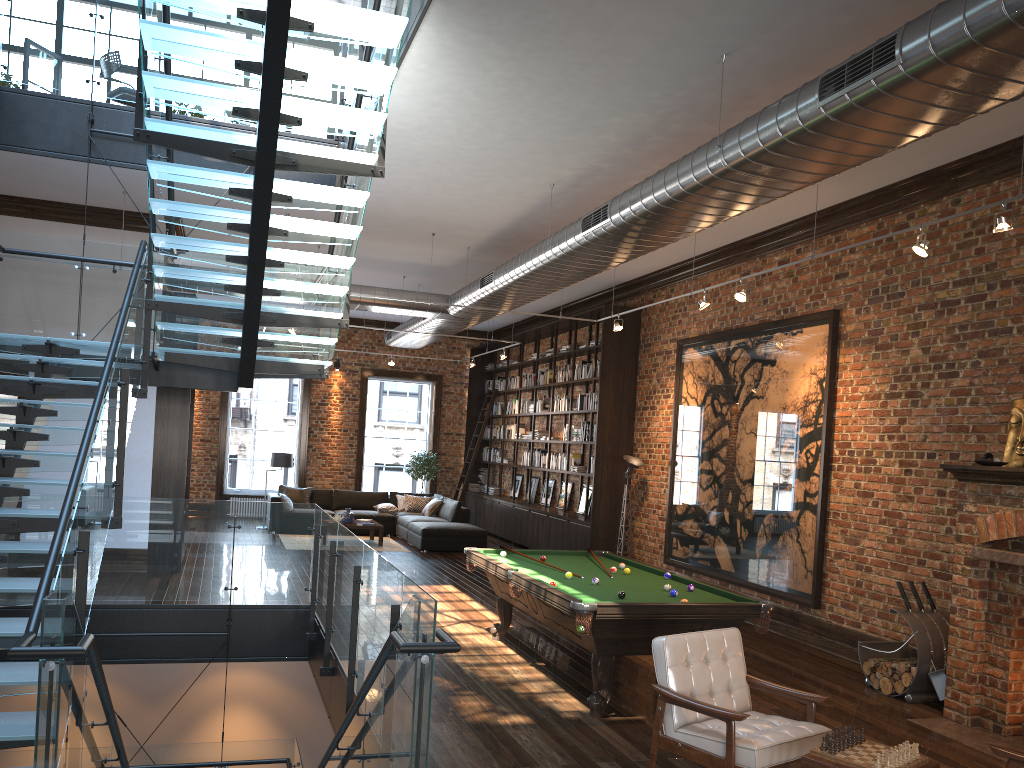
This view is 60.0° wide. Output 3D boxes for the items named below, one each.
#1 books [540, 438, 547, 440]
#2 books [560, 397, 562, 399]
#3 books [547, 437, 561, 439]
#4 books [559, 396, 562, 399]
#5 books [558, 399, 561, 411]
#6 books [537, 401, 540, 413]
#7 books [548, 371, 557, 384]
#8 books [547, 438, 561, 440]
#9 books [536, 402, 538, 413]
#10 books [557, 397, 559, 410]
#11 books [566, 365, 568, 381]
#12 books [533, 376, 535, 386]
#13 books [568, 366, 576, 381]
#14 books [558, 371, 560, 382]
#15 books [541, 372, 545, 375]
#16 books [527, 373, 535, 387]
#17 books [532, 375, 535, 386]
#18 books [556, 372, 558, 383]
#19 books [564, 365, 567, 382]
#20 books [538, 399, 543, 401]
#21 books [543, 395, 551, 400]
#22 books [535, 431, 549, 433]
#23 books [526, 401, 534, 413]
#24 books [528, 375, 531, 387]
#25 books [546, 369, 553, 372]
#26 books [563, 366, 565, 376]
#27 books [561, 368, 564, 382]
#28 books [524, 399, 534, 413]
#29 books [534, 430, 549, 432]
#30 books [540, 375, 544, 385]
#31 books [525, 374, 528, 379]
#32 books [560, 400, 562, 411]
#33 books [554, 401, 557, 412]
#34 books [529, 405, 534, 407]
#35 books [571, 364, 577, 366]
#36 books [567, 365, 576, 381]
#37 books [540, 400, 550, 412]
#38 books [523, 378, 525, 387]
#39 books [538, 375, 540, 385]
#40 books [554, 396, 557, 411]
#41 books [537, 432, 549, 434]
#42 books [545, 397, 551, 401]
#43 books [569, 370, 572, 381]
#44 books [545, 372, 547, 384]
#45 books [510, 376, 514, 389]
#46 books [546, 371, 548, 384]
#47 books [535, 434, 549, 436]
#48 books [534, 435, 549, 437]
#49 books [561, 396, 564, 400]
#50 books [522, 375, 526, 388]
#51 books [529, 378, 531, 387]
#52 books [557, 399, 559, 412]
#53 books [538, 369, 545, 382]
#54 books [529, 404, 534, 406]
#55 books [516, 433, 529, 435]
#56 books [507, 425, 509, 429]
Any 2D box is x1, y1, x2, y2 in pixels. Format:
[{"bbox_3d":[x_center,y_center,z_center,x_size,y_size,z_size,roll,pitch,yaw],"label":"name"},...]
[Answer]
[{"bbox_3d":[0.649,1.020,16.266,0.205,0.035,0.267,5,-4,-17],"label":"books"},{"bbox_3d":[0.913,0.369,15.684,0.133,0.277,0.014,3,1,-18],"label":"books"},{"bbox_3d":[0.752,0.968,15.917,0.160,0.009,0.285,5,-4,-18],"label":"books"},{"bbox_3d":[0.902,0.359,15.700,0.138,0.296,0.024,3,1,-18],"label":"books"},{"bbox_3d":[0.897,0.383,15.655,0.160,0.242,0.031,4,1,-18],"label":"books"},{"bbox_3d":[0.573,0.443,16.638,0.191,0.223,0.027,4,1,-18],"label":"books"},{"bbox_3d":[0.746,-0.102,16.189,0.191,0.255,0.061,4,0,-18],"label":"books"},{"bbox_3d":[0.751,0.986,15.917,0.160,0.009,0.285,5,-4,-18],"label":"books"},{"bbox_3d":[0.554,0.450,16.726,0.183,0.219,0.033,4,1,-18],"label":"books"},{"bbox_3d":[0.877,0.373,15.723,0.166,0.269,0.011,4,1,-18],"label":"books"},{"bbox_3d":[1.031,-0.172,15.331,0.183,0.307,0.009,4,1,-18],"label":"books"},{"bbox_3d":[0.483,-0.039,17.094,0.138,0.229,0.066,4,0,-18],"label":"books"},{"bbox_3d":[1.048,-0.162,15.256,0.180,0.279,0.009,4,1,-18],"label":"books"},{"bbox_3d":[0.906,-0.115,15.695,0.174,0.230,0.014,4,1,-18],"label":"books"},{"bbox_3d":[0.618,-0.090,16.567,0.180,0.271,0.011,4,1,-18],"label":"books"},{"bbox_3d":[0.385,-0.060,17.314,0.176,0.289,0.030,4,1,-18],"label":"books"},{"bbox_3d":[0.461,-0.050,17.099,0.143,0.250,0.078,4,0,-18],"label":"books"},{"bbox_3d":[0.879,-0.098,15.772,0.183,0.206,0.053,4,0,-18],"label":"books"},{"bbox_3d":[0.995,-0.166,15.394,0.183,0.300,0.018,4,1,-18],"label":"books"},{"bbox_3d":[0.575,0.422,16.665,0.185,0.270,0.026,4,1,-18],"label":"books"},{"bbox_3d":[0.648,0.379,16.454,0.156,0.334,0.014,3,1,-18],"label":"books"},{"bbox_3d":[0.575,0.894,16.501,0.243,0.015,0.165,5,-4,-15],"label":"books"},{"bbox_3d":[0.373,0.461,17.237,0.192,0.249,0.024,4,1,-18],"label":"books"},{"bbox_3d":[0.399,-0.045,17.263,0.185,0.253,0.030,4,1,-18],"label":"books"},{"bbox_3d":[0.709,-0.115,16.333,0.181,0.298,0.009,4,1,-18],"label":"books"},{"bbox_3d":[0.981,-0.154,15.517,0.167,0.293,0.028,4,1,-18],"label":"books"},{"bbox_3d":[0.949,-0.138,15.539,0.185,0.258,0.032,4,1,-18],"label":"books"},{"bbox_3d":[0.333,0.444,17.402,0.175,0.303,0.067,4,0,-18],"label":"books"},{"bbox_3d":[0.576,0.876,16.501,0.285,0.012,0.159,5,-4,-22],"label":"books"},{"bbox_3d":[0.620,-0.058,16.534,0.193,0.202,0.027,4,1,-18],"label":"books"},{"bbox_3d":[0.338,-0.050,17.474,0.160,0.286,0.014,4,1,-18],"label":"books"},{"bbox_3d":[0.932,0.391,15.514,0.181,0.209,0.024,4,1,-18],"label":"books"},{"bbox_3d":[0.851,0.405,15.769,0.181,0.208,0.030,4,1,-18],"label":"books"},{"bbox_3d":[0.455,0.432,17.065,0.160,0.024,0.332,5,-4,-16],"label":"books"},{"bbox_3d":[1.073,-0.179,15.297,0.134,0.322,0.009,3,1,-18],"label":"books"},{"bbox_3d":[1.051,-0.170,15.270,0.189,0.297,0.014,4,1,-18],"label":"books"},{"bbox_3d":[0.641,0.424,16.389,0.272,0.241,0.083,4,0,-18],"label":"books"},{"bbox_3d":[0.309,-0.007,17.502,0.187,0.200,0.030,4,1,-18],"label":"books"},{"bbox_3d":[0.587,-0.053,16.696,0.173,0.211,0.057,4,0,-18],"label":"books"},{"bbox_3d":[0.838,0.371,15.846,0.159,0.285,0.014,4,1,-18],"label":"books"},{"bbox_3d":[0.573,0.911,16.507,0.196,0.019,0.173,4,-4,-13],"label":"books"},{"bbox_3d":[0.668,0.397,16.447,0.133,0.300,0.012,3,1,-18],"label":"books"},{"bbox_3d":[1.067,-0.128,15.207,0.188,0.208,0.051,4,0,-18],"label":"books"},{"bbox_3d":[0.697,-0.089,16.303,0.191,0.239,0.008,4,1,-18],"label":"books"},{"bbox_3d":[0.052,-0.011,18.332,0.163,0.297,0.029,4,1,-18],"label":"books"},{"bbox_3d":[0.714,-0.098,16.300,0.166,0.260,0.007,4,1,-18],"label":"books"},{"bbox_3d":[0.574,0.952,16.496,0.236,0.014,0.165,5,-4,-18],"label":"books"},{"bbox_3d":[0.575,0.969,16.488,0.294,0.007,0.132,5,-4,-15],"label":"books"},{"bbox_3d":[0.938,0.360,15.593,0.154,0.284,0.015,4,1,-18],"label":"books"},{"bbox_3d":[0.299,-0.036,17.563,0.192,0.267,0.016,4,1,-18],"label":"books"},{"bbox_3d":[0.421,-0.018,17.212,0.166,0.195,0.030,4,1,-18],"label":"books"},{"bbox_3d":[0.889,0.390,15.714,0.165,0.236,0.014,4,1,-18],"label":"books"},{"bbox_3d":[0.581,-0.110,16.706,0.186,0.329,0.069,4,1,-18],"label":"books"},{"bbox_3d":[0.461,0.409,17.066,0.160,0.024,0.331,5,-4,-18],"label":"books"},{"bbox_3d":[0.224,0.992,17.577,0.198,0.017,0.354,5,-4,-18],"label":"books"},{"bbox_3d":[-0.011,1.001,18.350,0.182,0.291,0.014,4,1,-18],"label":"books"}]
